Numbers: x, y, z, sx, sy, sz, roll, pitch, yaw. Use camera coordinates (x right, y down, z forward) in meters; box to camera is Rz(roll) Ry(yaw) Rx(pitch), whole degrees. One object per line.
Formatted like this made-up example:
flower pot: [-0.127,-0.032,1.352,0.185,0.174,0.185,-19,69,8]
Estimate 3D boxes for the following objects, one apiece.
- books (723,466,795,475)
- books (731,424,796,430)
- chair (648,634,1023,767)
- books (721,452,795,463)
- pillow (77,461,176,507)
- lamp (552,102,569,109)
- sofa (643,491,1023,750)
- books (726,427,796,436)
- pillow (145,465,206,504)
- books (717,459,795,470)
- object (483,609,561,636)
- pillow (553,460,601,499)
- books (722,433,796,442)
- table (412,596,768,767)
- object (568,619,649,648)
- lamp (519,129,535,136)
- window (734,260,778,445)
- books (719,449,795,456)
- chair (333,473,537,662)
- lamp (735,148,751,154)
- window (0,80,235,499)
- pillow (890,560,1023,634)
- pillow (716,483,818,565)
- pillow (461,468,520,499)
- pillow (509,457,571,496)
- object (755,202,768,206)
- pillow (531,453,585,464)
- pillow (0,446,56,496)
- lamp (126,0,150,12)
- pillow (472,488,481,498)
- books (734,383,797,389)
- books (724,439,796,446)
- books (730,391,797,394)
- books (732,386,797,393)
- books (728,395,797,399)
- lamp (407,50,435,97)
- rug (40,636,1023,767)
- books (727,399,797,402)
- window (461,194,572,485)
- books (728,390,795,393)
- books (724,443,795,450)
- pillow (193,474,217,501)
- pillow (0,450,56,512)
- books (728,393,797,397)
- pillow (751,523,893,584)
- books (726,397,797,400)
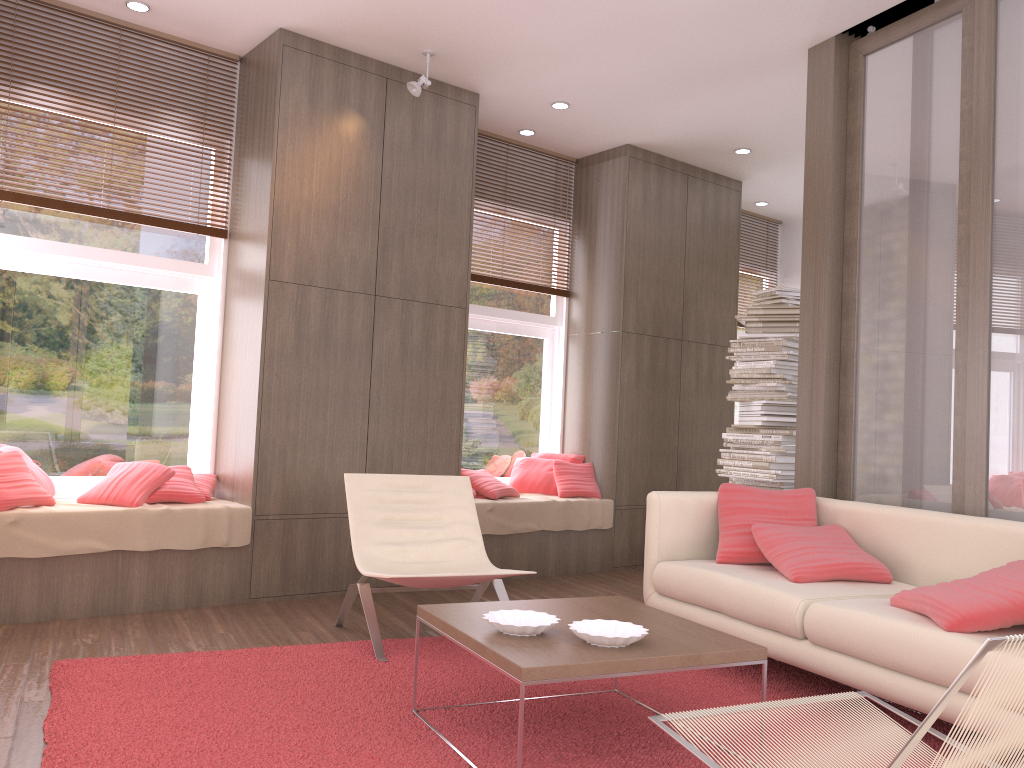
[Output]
books: [1.790,0.591,6.036,0.423,0.025,0.566,4,-3,-25]
books: [1.776,0.302,6.119,0.450,0.022,0.364,1,-3,25]
chair: [0.801,0.780,1.801,0.739,0.762,0.853,4,-3,-26]
books: [1.780,0.509,6.094,0.421,0.046,0.542,4,-3,-25]
pillow: [-2.064,0.537,4.760,0.389,0.234,0.356,2,-3,12]
lamp: [0.329,-1.895,6.036,0.119,0.010,0.119,3,-3,0]
sofa: [1.504,0.898,3.566,0.919,0.751,2.204,4,-3,-25]
books: [1.789,0.331,6.086,0.341,0.038,0.518,5,-4,-40]
pillow: [-1.932,0.556,4.909,0.403,0.200,0.354,4,-3,-30]
books: [1.743,0.555,6.102,0.410,0.046,0.522,4,-3,-25]
object: [0.028,0.765,2.821,0.249,0.043,0.251,1,-3,35]
pillow: [0.484,0.722,6.678,0.357,0.278,0.264,4,-3,-17]
books: [1.752,0.370,6.107,0.364,0.038,0.469,5,-4,-40]
table: [0.220,0.991,2.946,0.850,0.378,0.850,4,-3,-25]
object: [0.294,0.773,2.729,0.249,0.043,0.251,3,-3,-13]
lamp: [0.112,-1.877,6.614,0.119,0.010,0.119,3,-3,0]
window: [2.041,-0.098,8.539,1.407,2.229,0.160,5,-4,-38]
books: [1.751,0.474,6.102,0.399,0.020,0.510,4,-3,-25]
chair: [-0.383,0.849,4.276,0.739,0.767,0.860,4,-3,-25]
lamp: [1.775,-1.790,6.818,0.119,0.010,0.119,0,-4,45]
window: [-2.363,-0.473,5.057,1.407,2.229,0.160,5,-4,-38]
pillow: [1.637,0.728,3.065,0.467,0.224,0.507,3,-3,2]
pillow: [1.240,0.688,4.307,0.498,0.377,0.379,2,-3,9]
pillow: [-0.170,0.706,6.297,0.354,0.200,0.403,1,-3,29]
pillow: [0.196,0.703,6.771,0.485,0.279,0.270,2,-3,11]
object: [2.340,-1.690,8.312,0.119,0.010,0.119,3,-3,0]
pillow: [0.321,0.706,6.898,0.484,0.334,0.193,2,-3,15]
pillow: [-2.557,0.469,4.625,0.270,0.279,0.485,3,-3,-11]
lamp: [-2.044,-2.064,4.844,0.119,0.010,0.119,3,-3,0]
pillow: [-0.405,0.721,6.277,0.373,0.150,0.397,2,-3,8]
books: [1.777,0.016,6.120,0.287,0.020,0.388,4,-3,-30]
books: [1.741,0.400,6.084,0.346,0.025,0.442,5,-4,-40]
books: [1.762,0.066,6.126,0.412,0.011,0.308,0,-4,40]
books: [1.769,0.040,6.148,0.379,0.028,0.297,0,-4,40]
books: [1.755,0.091,6.126,0.432,0.013,0.288,0,-4,40]
lamp: [-0.541,-1.841,5.258,0.158,0.275,0.102,4,-3,-18]
rug: [0.292,1.190,2.963,3.344,0.016,2.938,4,-3,-25]
books: [1.755,0.119,6.102,0.469,0.015,0.267,0,-4,40]
window: [-0.161,-0.286,6.798,1.407,2.229,0.160,5,-4,-38]
books: [1.752,0.057,6.148,0.395,0.007,0.308,0,-4,40]
books: [1.763,0.431,6.109,0.368,0.028,0.469,5,-4,-40]
pillow: [-1.919,0.595,5.141,0.397,0.150,0.373,3,-3,-9]
pillow: [-2.461,0.471,4.338,0.264,0.278,0.357,2,-3,17]
books: [1.763,0.077,6.113,0.446,0.012,0.291,0,-4,40]
pillow: [1.380,0.762,3.998,0.507,0.224,0.467,3,-3,-13]
books: [1.748,0.105,6.131,0.444,0.015,0.279,0,-4,40]
